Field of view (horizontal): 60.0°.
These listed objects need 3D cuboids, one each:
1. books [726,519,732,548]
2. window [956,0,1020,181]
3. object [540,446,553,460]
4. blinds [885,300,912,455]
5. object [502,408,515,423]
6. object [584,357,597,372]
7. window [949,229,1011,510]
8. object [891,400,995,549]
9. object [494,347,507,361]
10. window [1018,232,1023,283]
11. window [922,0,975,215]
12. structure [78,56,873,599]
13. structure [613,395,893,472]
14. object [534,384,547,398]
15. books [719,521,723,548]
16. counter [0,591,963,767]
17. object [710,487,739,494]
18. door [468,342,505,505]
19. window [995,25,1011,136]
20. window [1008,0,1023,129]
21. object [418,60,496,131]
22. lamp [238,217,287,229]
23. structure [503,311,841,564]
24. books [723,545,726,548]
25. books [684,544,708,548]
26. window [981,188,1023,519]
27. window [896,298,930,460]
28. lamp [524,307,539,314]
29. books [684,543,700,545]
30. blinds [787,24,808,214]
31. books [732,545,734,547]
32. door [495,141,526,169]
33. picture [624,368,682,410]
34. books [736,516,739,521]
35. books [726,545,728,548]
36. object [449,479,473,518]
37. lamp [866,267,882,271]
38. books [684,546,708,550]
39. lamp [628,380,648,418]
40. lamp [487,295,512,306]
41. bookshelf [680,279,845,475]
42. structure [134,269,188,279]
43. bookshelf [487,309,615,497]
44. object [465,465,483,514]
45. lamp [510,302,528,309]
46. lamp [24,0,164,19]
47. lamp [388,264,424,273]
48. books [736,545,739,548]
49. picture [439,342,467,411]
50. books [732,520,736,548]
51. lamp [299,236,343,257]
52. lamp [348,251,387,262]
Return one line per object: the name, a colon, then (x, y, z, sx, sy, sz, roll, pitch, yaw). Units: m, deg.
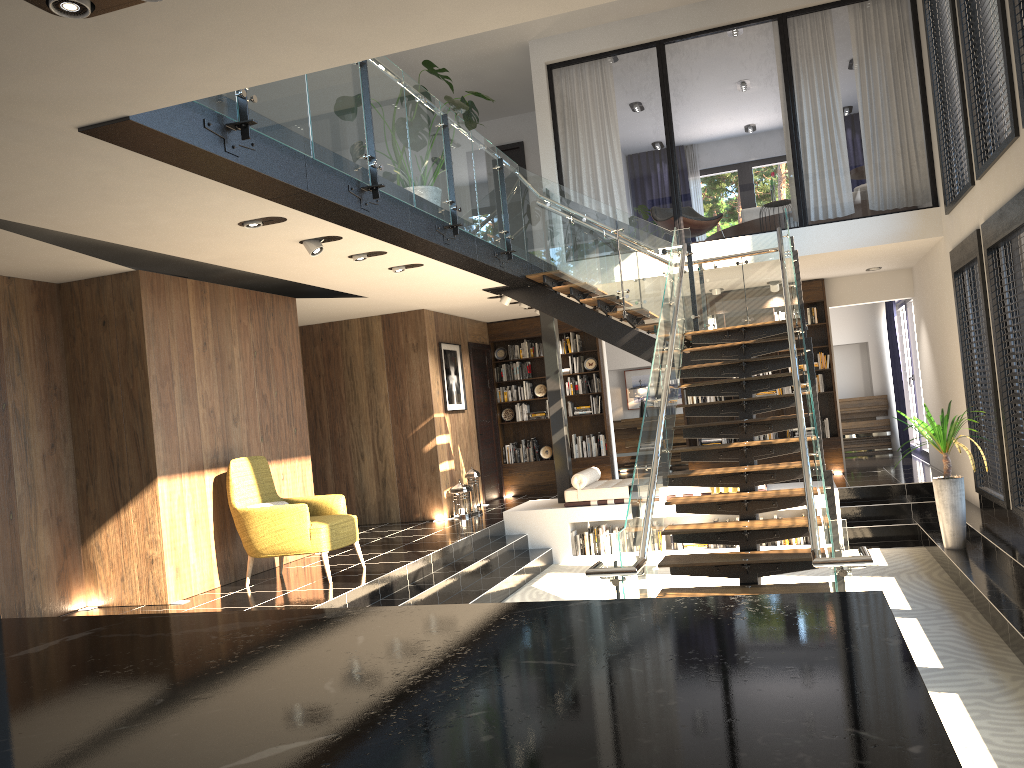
books: (2.447, 1.679, 9.991, 0.035, 0.305, 0.151, -6, -1, 17)
window: (3.824, -2.997, 6.920, 0.358, 2.475, 1.393, -6, -1, 17)
object: (0.525, 1.049, 13.484, 0.212, 0.222, 0.082, -6, -1, 17)
blinds: (6.289, -0.189, 14.524, 0.161, 2.769, 1.080, -6, -1, 16)
object: (-0.060, 0.480, 13.684, 0.212, 0.222, 0.082, -6, -1, 17)
object: (1.175, -0.291, 13.270, 0.212, 0.222, 0.082, -6, -1, 17)
window: (4.582, -0.148, 8.382, 0.358, 2.475, 1.393, -6, -1, 17)
object: (3.959, 0.830, 8.105, 0.876, 1.337, 0.830, -6, -1, 6)
object: (-0.173, -0.460, 13.685, 0.212, 0.222, 0.082, -6, -1, 17)
window: (4.156, -0.165, 6.792, 0.005, 2.296, 1.313, -6, -1, 17)
window: (4.303, -2.991, 8.443, 0.358, 2.475, 1.393, -6, -1, 17)
structure: (0.651, -0.065, 6.967, 3.449, 4.867, 7.279, -6, -2, 17)
structure: (3.496, 0.995, 16.217, 6.279, 0.981, 0.885, -6, -2, 17)
object: (0.438, 0.108, 13.524, 0.212, 0.222, 0.082, -6, -1, 17)
books: (2.366, 1.698, 10.032, 0.031, 0.284, 0.176, -6, -1, 17)
counter: (-1.442, 0.402, 1.053, 3.575, 0.041, 0.698, -6, -2, 17)
object: (2.570, 1.282, 10.359, 0.466, 0.510, 1.166, -6, -2, 17)
door: (-0.405, 0.572, 13.156, 0.104, 2.346, 0.931, -6, -1, 17)
window: (3.890, -3.005, 6.892, 0.005, 2.296, 1.221, -6, -1, 17)
window: (3.346, -3.003, 5.398, 0.358, 2.475, 1.393, -6, -1, 17)
object: (-0.840, -2.186, 8.281, 1.465, 1.554, 1.260, -6, -2, 6)
lamp: (-1.682, -1.145, 5.959, 0.346, 0.158, 0.195, -6, -2, 17)
structure: (1.762, 0.361, 10.593, 3.783, 3.244, 1.148, -6, -1, 17)
books: (2.387, 1.703, 9.998, 0.029, 0.268, 0.173, -6, -1, 17)
books: (2.100, 1.834, 10.114, 0.261, 0.024, 0.167, -6, -2, 14)
window: (4.091, -0.158, 6.821, 0.358, 2.475, 1.498, -6, -1, 17)
window: (6.198, -0.123, 13.610, 0.184, 2.475, 2.981, -6, -2, 17)
lamp: (0.328, -1.068, 12.322, 0.346, 0.262, 0.195, -6, -2, 17)
books: (2.099, 1.810, 10.119, 0.274, 0.025, 0.156, -6, -2, 14)
blinds: (3.424, -3.216, 10.142, 0.670, 2.698, 0.134, -6, -1, 18)
books: (2.487, 1.693, 10.014, 0.026, 0.270, 0.128, -6, -1, 17)
door: (-0.146, -2.466, 13.599, 0.931, 2.346, 0.104, -6, -1, 17)
picture: (3.846, -0.061, 16.296, 3.544, 0.748, 0.035, -6, -1, 17)
books: (2.554, 1.656, 9.970, 0.029, 0.326, 0.153, -6, -1, 17)
books: (2.417, 1.700, 9.997, 0.029, 0.268, 0.146, -6, -1, 17)
object: (-0.656, 1.465, 11.435, 0.262, 0.483, 0.262, -6, -1, 17)
lamp: (4.785, -1.578, 11.743, 0.195, 0.158, 0.346, -6, -2, 17)
books: (2.102, 1.858, 10.114, 0.257, 0.024, 0.167, -6, -2, 17)
lamp: (2.418, 0.276, 16.483, 0.470, 0.725, 0.470, -6, -1, 10)
lamp: (-0.137, -1.074, 10.844, 0.346, 0.262, 0.195, -6, -2, 17)
bookshelf: (3.464, -0.003, 12.582, 2.091, 2.682, 0.273, -6, -1, 17)
structure: (-5.180, 0.468, 6.418, 1.965, 3.016, 6.662, -6, -2, 17)
bookshelf: (0.593, 0.310, 13.488, 1.704, 2.682, 0.273, -6, -1, 17)
object: (-0.501, 1.376, 11.626, 0.182, 0.642, 0.182, -6, -1, 17)
lamp: (0.094, -1.086, 11.583, 0.346, 0.231, 0.195, -6, -2, 17)
lamp: (-1.306, -1.294, 2.740, 0.502, 0.194, 0.349, -6, -2, 17)
lamp: (-0.983, -1.127, 8.178, 0.346, 0.177, 0.195, -6, -2, 17)
books: (2.525, 1.687, 9.959, 0.027, 0.270, 0.187, -6, -2, 17)
picture: (-0.791, -0.095, 11.990, 0.028, 0.911, 0.748, -6, -2, 17)
books: (2.492, 1.682, 9.947, 0.026, 0.287, 0.204, -6, -2, 17)
lamp: (-1.445, -1.098, 6.698, 0.346, 0.247, 0.195, -6, -2, 17)
lamp: (-1.216, -1.130, 7.438, 0.346, 0.177, 0.195, -6, -2, 17)
